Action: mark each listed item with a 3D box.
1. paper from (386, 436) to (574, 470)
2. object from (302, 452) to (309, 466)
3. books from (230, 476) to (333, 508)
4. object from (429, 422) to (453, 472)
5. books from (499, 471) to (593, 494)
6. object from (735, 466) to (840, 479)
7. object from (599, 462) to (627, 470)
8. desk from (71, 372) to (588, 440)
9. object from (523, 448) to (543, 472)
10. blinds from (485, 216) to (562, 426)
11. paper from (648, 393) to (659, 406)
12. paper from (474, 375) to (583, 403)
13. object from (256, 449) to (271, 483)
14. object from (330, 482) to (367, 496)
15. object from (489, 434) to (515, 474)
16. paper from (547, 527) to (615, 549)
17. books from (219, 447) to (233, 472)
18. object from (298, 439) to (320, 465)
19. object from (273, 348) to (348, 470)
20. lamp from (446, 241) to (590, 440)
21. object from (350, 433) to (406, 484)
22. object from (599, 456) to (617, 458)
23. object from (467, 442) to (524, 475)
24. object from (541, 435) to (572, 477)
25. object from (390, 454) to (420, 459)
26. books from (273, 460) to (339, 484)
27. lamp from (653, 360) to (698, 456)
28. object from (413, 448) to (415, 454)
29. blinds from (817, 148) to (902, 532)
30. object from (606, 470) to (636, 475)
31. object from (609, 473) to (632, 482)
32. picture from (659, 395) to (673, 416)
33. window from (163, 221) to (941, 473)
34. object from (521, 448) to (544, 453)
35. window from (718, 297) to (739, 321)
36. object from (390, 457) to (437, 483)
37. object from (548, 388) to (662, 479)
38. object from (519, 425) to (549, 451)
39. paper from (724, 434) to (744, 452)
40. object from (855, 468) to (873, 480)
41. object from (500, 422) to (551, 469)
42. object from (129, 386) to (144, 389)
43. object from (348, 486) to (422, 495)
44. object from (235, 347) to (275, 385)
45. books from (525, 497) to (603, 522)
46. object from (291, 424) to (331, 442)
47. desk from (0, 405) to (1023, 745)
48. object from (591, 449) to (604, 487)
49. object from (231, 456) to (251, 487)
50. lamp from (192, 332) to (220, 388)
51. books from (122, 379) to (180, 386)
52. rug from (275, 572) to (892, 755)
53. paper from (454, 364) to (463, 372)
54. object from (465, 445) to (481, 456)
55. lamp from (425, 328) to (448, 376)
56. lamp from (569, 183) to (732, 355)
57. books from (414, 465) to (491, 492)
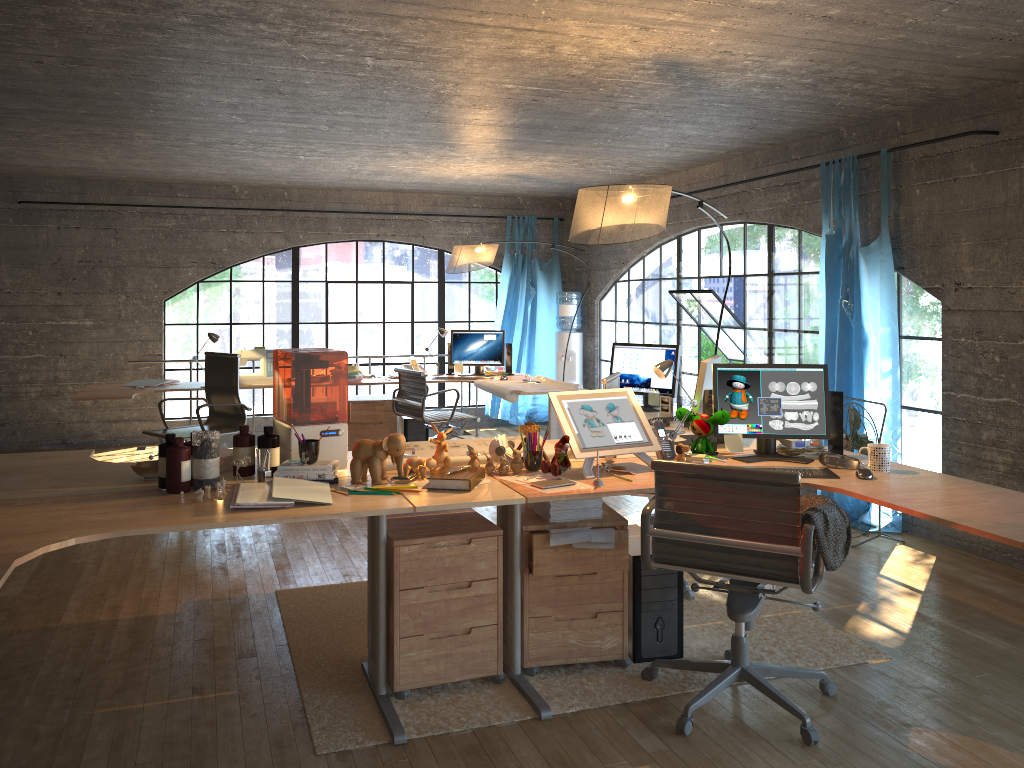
[{"bbox_3d":[-0.194,0.309,3.797,0.851,0.113,0.584,-2,6,-19],"label":"paper"},{"bbox_3d":[-0.733,0.265,3.133,0.025,0.050,0.017,0,1,-9],"label":"object"},{"bbox_3d":[-0.762,0.357,2.929,0.317,0.044,0.308,-1,6,-14],"label":"books"},{"bbox_3d":[-0.272,0.242,3.370,0.084,0.189,0.094,0,1,4],"label":"object"},{"bbox_3d":[0.117,0.348,3.190,0.215,0.012,0.331,-4,7,-33],"label":"books"},{"bbox_3d":[0.971,0.333,3.357,0.490,0.011,0.188,1,6,6],"label":"object"},{"bbox_3d":[0.387,0.318,3.441,0.107,0.024,0.097,0,5,-5],"label":"object"},{"bbox_3d":[-1.340,0.393,6.594,3.509,0.738,1.641,-2,5,-18],"label":"desk"},{"bbox_3d":[0.080,0.292,3.389,0.077,0.082,0.077,0,3,-1],"label":"object"},{"bbox_3d":[0.175,-0.692,9.620,0.946,2.282,0.262,0,0,-23],"label":"blinds"},{"bbox_3d":[0.835,0.090,5.212,0.077,0.074,0.018,3,2,41],"label":"paper"},{"bbox_3d":[0.100,0.029,6.680,0.582,0.113,0.854,-2,6,-19],"label":"paper"},{"bbox_3d":[-0.877,0.297,3.113,0.039,0.128,0.134,0,3,-24],"label":"object"},{"bbox_3d":[-0.544,0.361,3.057,0.128,0.013,0.142,5,8,44],"label":"object"},{"bbox_3d":[-0.034,0.266,3.400,0.099,0.135,0.155,1,3,16],"label":"object"},{"bbox_3d":[0.255,0.548,3.254,0.255,0.084,0.207,0,5,-4],"label":"paper"},{"bbox_3d":[-1.201,0.294,3.462,0.310,0.058,0.222,3,6,31],"label":"books"},{"bbox_3d":[-0.730,0.245,3.174,0.077,0.082,0.077,-2,3,-40],"label":"object"},{"bbox_3d":[-0.795,0.095,3.471,0.222,0.458,0.270,-1,2,-29],"label":"object"},{"bbox_3d":[1.328,-0.524,9.850,0.386,1.929,6.255,0,4,36],"label":"lamp"},{"bbox_3d":[-0.480,0.266,3.192,0.198,0.176,0.130,0,2,5],"label":"object"},{"bbox_3d":[0.367,0.291,3.720,0.138,0.022,0.109,0,5,1],"label":"object"},{"bbox_3d":[-0.063,0.281,3.324,0.216,0.120,0.074,0,2,0],"label":"object"},{"bbox_3d":[0.167,0.261,3.258,0.104,0.143,0.105,2,3,44],"label":"object"},{"bbox_3d":[-0.432,0.300,3.523,0.134,0.042,0.022,2,2,18],"label":"object"},{"bbox_3d":[-0.741,0.320,3.187,0.229,0.069,0.179,-1,5,-11],"label":"books"},{"bbox_3d":[0.685,0.103,3.674,0.207,0.409,0.105,0,0,-8],"label":"lamp"},{"bbox_3d":[-0.424,0.290,3.804,0.012,0.009,0.126,0,6,-6],"label":"object"},{"bbox_3d":[2.129,-0.284,5.494,0.258,2.295,0.668,0,0,-24],"label":"blinds"},{"bbox_3d":[0.412,0.335,3.342,0.126,0.009,0.012,4,5,33],"label":"object"},{"bbox_3d":[0.400,0.344,3.256,0.008,0.007,0.147,-2,6,-26],"label":"object"},{"bbox_3d":[0.892,0.123,5.027,0.032,0.104,0.159,0,4,-19],"label":"picture"},{"bbox_3d":[0.352,-0.502,8.168,6.952,1.867,3.195,3,5,31],"label":"window"},{"bbox_3d":[0.069,0.269,3.738,0.054,0.064,0.159,2,5,38],"label":"object"},{"bbox_3d":[2.046,-0.225,5.226,3.923,1.848,12.263,-4,7,-40],"label":"window"},{"bbox_3d":[-0.351,0.309,3.242,0.144,0.081,0.181,1,5,11],"label":"object"},{"bbox_3d":[0.352,0.181,3.435,0.395,0.299,0.287,-2,3,-28],"label":"object"},{"bbox_3d":[0.076,0.244,3.390,0.100,0.176,0.105,-1,2,-33],"label":"object"},{"bbox_3d":[0.916,0.244,3.647,0.078,0.074,0.019,0,0,6],"label":"paper"},{"bbox_3d":[1.305,0.330,3.269,0.059,0.034,0.101,1,5,15],"label":"object"},{"bbox_3d":[0.069,0.239,3.468,0.225,0.177,0.094,1,1,9],"label":"object"},{"bbox_3d":[-2.763,0.025,6.508,0.127,0.013,0.143,-2,6,-16],"label":"object"},{"bbox_3d":[-0.434,0.367,3.024,0.249,0.009,0.109,-1,6,-8],"label":"object"},{"bbox_3d":[-2.012,-0.146,6.872,0.403,0.284,0.137,-1,1,-19],"label":"object"},{"bbox_3d":[0.194,0.441,3.443,0.220,0.109,0.311,-1,5,-18],"label":"books"},{"bbox_3d":[-0.732,0.201,3.152,0.152,0.102,0.076,1,2,10],"label":"object"},{"bbox_3d":[-0.233,0.702,3.416,3.470,0.737,3.271,-2,6,-19],"label":"desk"},{"bbox_3d":[0.303,0.295,3.120,0.046,0.131,0.045,0,1,-24],"label":"object"},{"bbox_3d":[-0.937,0.307,3.050,0.075,0.120,0.037,2,1,45],"label":"object"},{"bbox_3d":[-2.285,-0.180,6.585,0.207,0.409,0.105,-1,1,-33],"label":"lamp"},{"bbox_3d":[-2.765,-0.016,6.764,0.307,0.044,0.319,2,6,16],"label":"books"},{"bbox_3d":[0.173,1.025,3.823,2.201,0.005,1.607,-2,6,-19],"label":"rug"},{"bbox_3d":[-0.456,-0.136,7.567,0.078,0.074,0.019,0,0,6],"label":"paper"},{"bbox_3d":[-0.152,0.283,3.638,0.049,0.055,0.131,-1,5,-19],"label":"object"},{"bbox_3d":[-0.650,-0.280,7.613,0.207,0.409,0.105,1,1,38],"label":"lamp"},{"bbox_3d":[1.731,-0.167,6.172,0.386,1.928,6.259,0,5,27],"label":"lamp"},{"bbox_3d":[-0.212,0.329,3.173,0.260,0.054,0.292,2,6,21],"label":"books"}]
